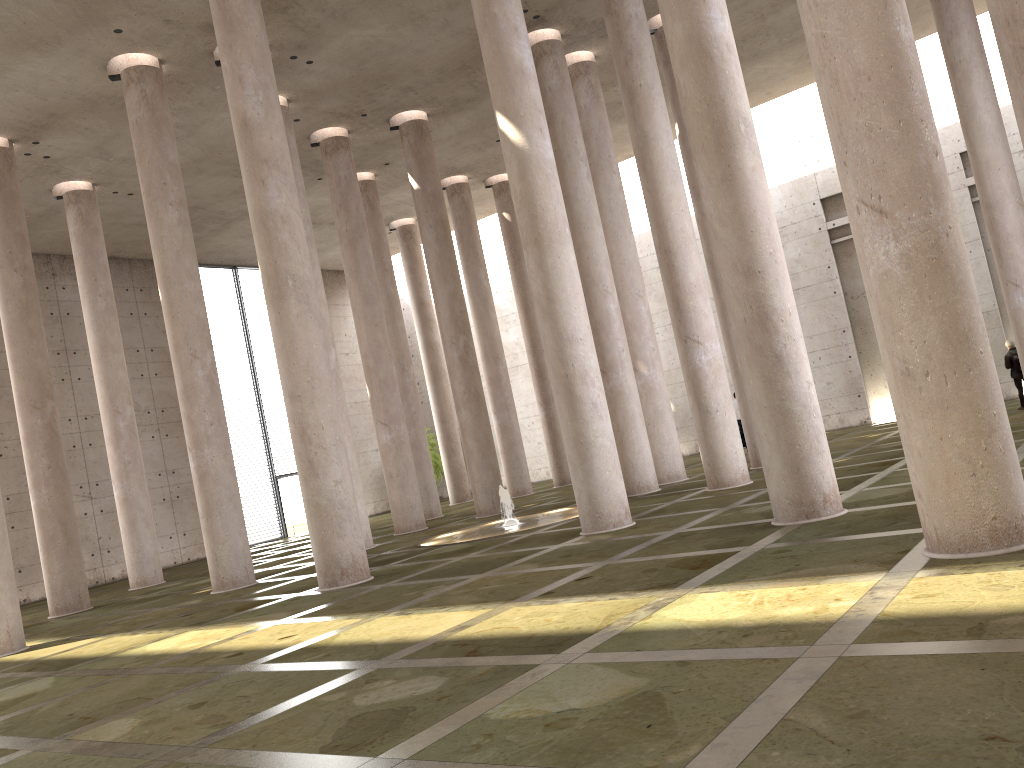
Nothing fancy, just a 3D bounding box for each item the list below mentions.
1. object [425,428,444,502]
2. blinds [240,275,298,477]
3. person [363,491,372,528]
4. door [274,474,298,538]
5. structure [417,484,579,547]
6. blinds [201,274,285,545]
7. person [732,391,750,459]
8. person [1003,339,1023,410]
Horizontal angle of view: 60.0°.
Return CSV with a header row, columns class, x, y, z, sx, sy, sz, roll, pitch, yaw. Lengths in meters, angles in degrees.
class,x,y,z,sx,sy,sz,roll,pitch,yaw
object,-3.782,3.517,36.886,2.483,3.247,2.333,-15,-5,39
blinds,-9.166,-0.386,34.290,0.202,7.905,1.676,-15,-5,36
person,-4.894,3.721,27.811,0.789,1.752,0.001,-13,-4,16
door,-8.252,4.569,33.767,0.761,2.300,2.132,-13,-4,16
structure,-0.049,2.670,18.163,3.913,1.279,3.916,-12,-4,8
blinds,-10.032,0.812,32.806,0.202,10.110,1.676,-15,-5,36
person,5.779,1.088,22.723,0.898,1.851,0.001,-15,-5,36
person,11.945,-0.241,20.844,0.622,1.715,0.001,-15,-5,36
